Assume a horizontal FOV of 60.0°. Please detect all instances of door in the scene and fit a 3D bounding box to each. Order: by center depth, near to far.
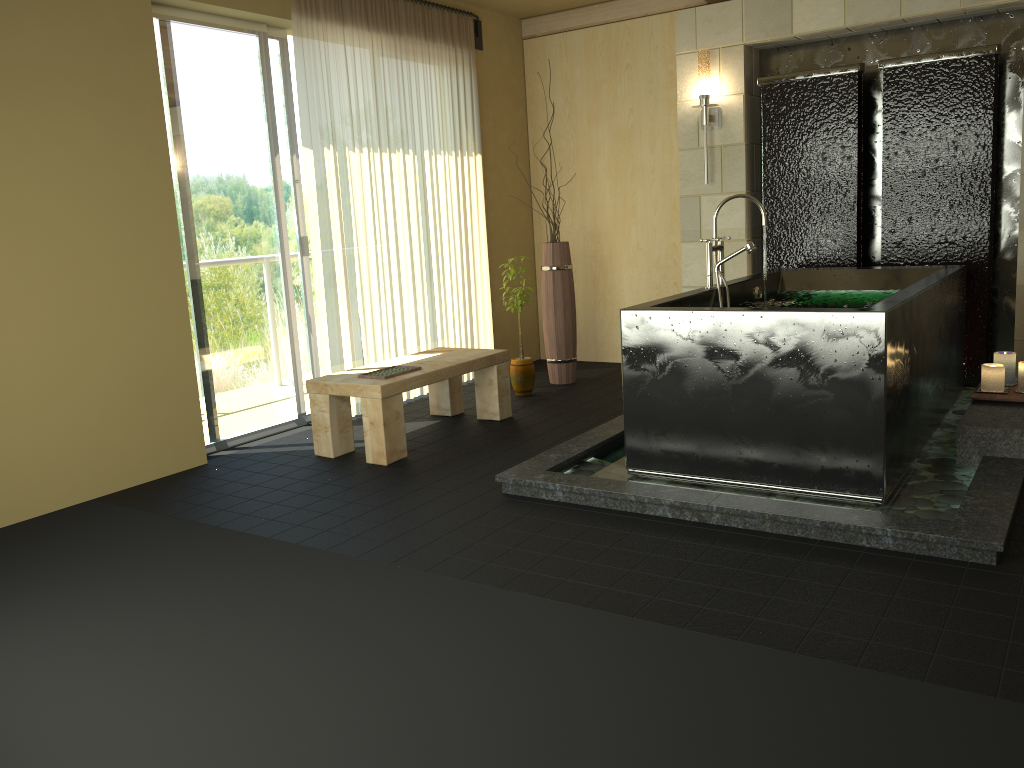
[{"bbox_3d":[-1.521,-0.820,4.927,0.063,2.327,1.040,3,12,32],"label":"door"}]

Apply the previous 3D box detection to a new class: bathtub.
[{"bbox_3d":[1.494,-0.368,4.360,1.068,1.159,2.136,3,12,33],"label":"bathtub"}]

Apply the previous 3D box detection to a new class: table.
[{"bbox_3d":[-0.528,0.086,4.908,0.513,0.399,1.127,3,13,33],"label":"table"}]

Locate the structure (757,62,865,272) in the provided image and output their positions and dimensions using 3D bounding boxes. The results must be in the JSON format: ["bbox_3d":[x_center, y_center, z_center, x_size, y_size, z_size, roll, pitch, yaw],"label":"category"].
[{"bbox_3d":[1.898,-0.934,5.663,0.641,2.062,0.094,3,12,34],"label":"structure"}]

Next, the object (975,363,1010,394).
[{"bbox_3d":[2.224,-0.028,4.100,0.131,0.124,0.131,3,12,34],"label":"object"}]

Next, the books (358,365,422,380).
[{"bbox_3d":[-0.633,-0.061,4.607,0.182,0.014,0.295,4,13,33],"label":"books"}]

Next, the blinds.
[{"bbox_3d":[-0.659,-1.200,5.799,0.064,2.573,1.948,3,12,32],"label":"blinds"}]

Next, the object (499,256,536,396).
[{"bbox_3d":[0.044,-0.386,5.801,0.242,0.927,0.267,-7,10,-17],"label":"object"}]

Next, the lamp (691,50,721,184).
[{"bbox_3d":[1.255,-1.720,5.743,0.176,0.835,0.188,3,12,34],"label":"lamp"}]

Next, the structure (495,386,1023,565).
[{"bbox_3d":[1.807,0.283,4.827,1.973,0.634,3.808,4,13,33],"label":"structure"}]

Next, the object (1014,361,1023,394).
[{"bbox_3d":[2.340,-0.032,4.040,0.091,0.139,0.091,2,12,29],"label":"object"}]

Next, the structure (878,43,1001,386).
[{"bbox_3d":[2.501,-0.895,5.263,0.641,2.062,0.094,3,12,34],"label":"structure"}]

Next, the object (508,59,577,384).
[{"bbox_3d":[0.215,-1.081,6.100,0.468,2.174,0.464,-4,10,-5],"label":"object"}]

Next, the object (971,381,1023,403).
[{"bbox_3d":[2.307,0.040,4.132,0.254,0.031,0.442,4,13,33],"label":"object"}]

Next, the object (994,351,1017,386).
[{"bbox_3d":[2.344,-0.074,4.221,0.112,0.154,0.112,2,12,29],"label":"object"}]
